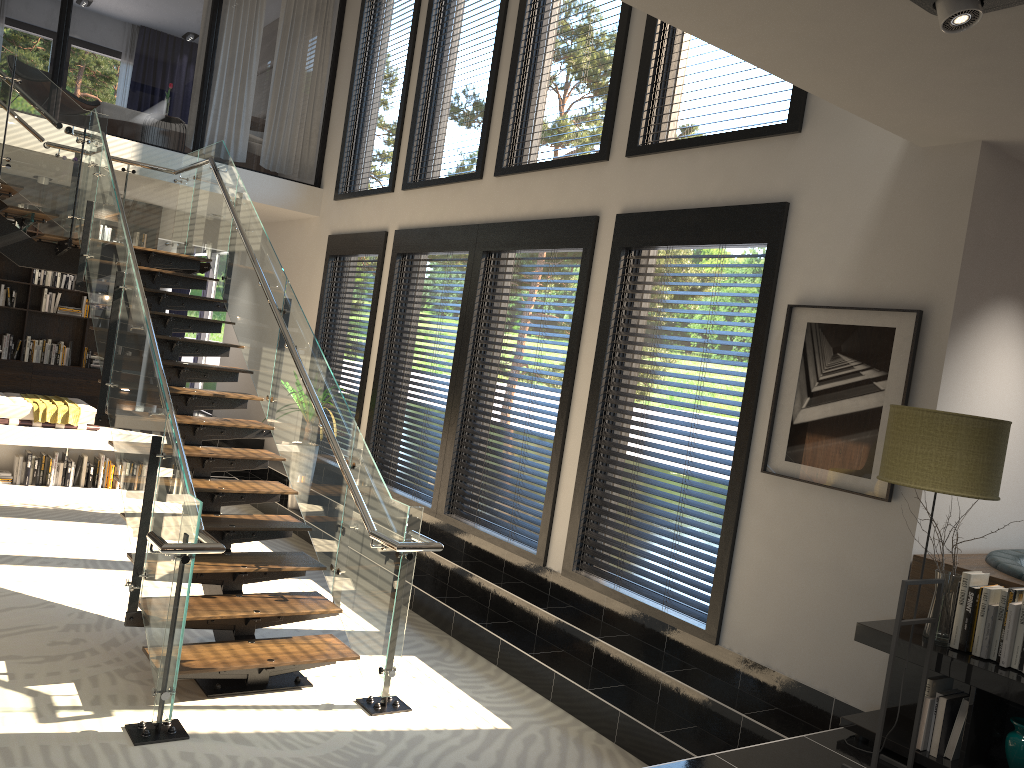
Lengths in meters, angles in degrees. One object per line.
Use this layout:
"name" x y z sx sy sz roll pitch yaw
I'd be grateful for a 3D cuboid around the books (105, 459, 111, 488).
"books" -4.096 0.895 8.957 0.025 0.285 0.164 7 3 -36

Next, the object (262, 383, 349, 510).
"object" -2.038 0.562 8.723 0.829 1.338 0.877 10 3 43

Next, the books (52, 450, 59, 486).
"books" -4.492 0.822 8.693 0.029 0.326 0.152 7 3 -36

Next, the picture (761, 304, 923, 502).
"picture" 1.630 0.066 4.459 0.028 0.912 0.747 7 3 -36

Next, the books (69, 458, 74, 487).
"books" -4.362 0.875 8.756 0.019 0.256 0.186 7 3 -36

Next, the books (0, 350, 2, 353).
"books" -6.309 -0.416 10.660 0.287 0.031 0.176 7 2 -38

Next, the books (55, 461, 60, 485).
"books" -4.482 0.873 8.718 0.026 0.226 0.132 7 3 -36

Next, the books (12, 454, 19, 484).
"books" -4.767 0.818 8.510 0.026 0.263 0.156 7 3 -36

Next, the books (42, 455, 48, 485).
"books" -4.573 0.838 8.665 0.026 0.270 0.128 7 3 -36

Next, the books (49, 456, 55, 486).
"books" -4.507 0.848 8.662 0.027 0.270 0.187 7 3 -36

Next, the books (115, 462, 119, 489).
"books" -4.009 0.927 8.995 0.024 0.246 0.211 7 3 -36

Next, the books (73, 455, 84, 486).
"books" -4.324 0.860 8.816 0.066 0.294 0.142 7 3 -36

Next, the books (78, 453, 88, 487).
"books" -4.277 0.857 8.832 0.027 0.312 0.189 7 3 -36

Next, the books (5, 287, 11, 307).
"books" -6.081 -1.050 10.698 0.070 0.236 0.206 7 2 -36

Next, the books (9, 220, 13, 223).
"books" -6.098 -1.954 10.575 0.251 0.026 0.148 8 2 -32

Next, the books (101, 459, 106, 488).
"books" -4.132 0.891 8.930 0.023 0.283 0.175 7 3 -36

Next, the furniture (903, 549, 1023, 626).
"furniture" 3.227 1.363 4.289 2.611 0.822 1.363 7 2 -36

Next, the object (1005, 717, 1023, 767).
"object" 1.926 1.405 3.345 0.125 0.258 0.124 7 3 -40

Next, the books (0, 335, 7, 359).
"books" -6.159 -0.448 10.742 0.031 0.284 0.176 7 3 -36

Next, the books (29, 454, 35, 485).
"books" -4.659 0.821 8.578 0.031 0.284 0.176 7 3 -36

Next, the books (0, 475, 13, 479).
"books" -4.907 0.871 8.414 0.274 0.025 0.156 7 2 -39

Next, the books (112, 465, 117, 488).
"books" -4.049 0.936 9.009 0.022 0.216 0.137 7 3 -36

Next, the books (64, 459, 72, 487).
"books" -4.385 0.873 8.739 0.036 0.253 0.177 7 3 -36

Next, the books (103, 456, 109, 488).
"books" -4.114 0.884 8.945 0.021 0.302 0.166 7 3 -36

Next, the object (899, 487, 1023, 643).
"object" 1.803 0.705 3.738 0.406 0.745 0.607 9 2 14

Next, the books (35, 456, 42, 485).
"books" -4.603 0.837 8.598 0.029 0.268 0.146 7 3 -36

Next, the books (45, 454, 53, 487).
"books" -4.515 0.840 8.629 0.026 0.287 0.204 7 3 -36

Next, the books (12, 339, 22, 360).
"books" -6.056 -0.421 10.842 0.075 0.255 0.181 7 3 -36

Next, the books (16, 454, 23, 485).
"books" -4.728 0.818 8.503 0.030 0.273 0.167 7 3 -36

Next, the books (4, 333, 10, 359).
"books" -6.143 -0.460 10.775 0.031 0.310 0.169 7 3 -36

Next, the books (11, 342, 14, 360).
"books" -6.109 -0.406 10.827 0.023 0.212 0.123 7 3 -36

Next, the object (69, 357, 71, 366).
"object" -5.575 -0.362 11.191 0.020 0.262 0.047 7 3 -36

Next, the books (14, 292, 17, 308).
"books" -6.051 -1.022 10.779 0.022 0.185 0.127 7 3 -36

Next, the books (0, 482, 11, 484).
"books" -4.911 0.919 8.412 0.257 0.024 0.166 7 2 -36

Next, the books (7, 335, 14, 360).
"books" -6.114 -0.452 10.791 0.036 0.302 0.186 7 3 -36

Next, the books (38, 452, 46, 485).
"books" -4.576 0.822 8.619 0.035 0.305 0.151 7 3 -36

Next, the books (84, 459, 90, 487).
"books" -4.265 0.886 8.861 0.030 0.257 0.160 7 3 -36

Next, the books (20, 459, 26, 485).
"books" -4.718 0.843 8.534 0.027 0.226 0.165 7 3 -36

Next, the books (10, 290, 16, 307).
"books" -6.045 -1.033 10.729 0.028 0.210 0.169 7 3 -36

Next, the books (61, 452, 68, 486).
"books" -4.417 0.836 8.731 0.033 0.318 0.152 7 3 -36

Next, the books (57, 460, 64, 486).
"books" -4.450 0.875 8.719 0.028 0.231 0.158 7 3 -36

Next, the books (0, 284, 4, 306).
"books" -6.137 -1.068 10.650 0.029 0.256 0.167 7 3 -36

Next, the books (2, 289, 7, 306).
"books" -6.131 -1.042 10.688 0.030 0.205 0.170 7 3 -36

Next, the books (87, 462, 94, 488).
"books" -4.224 0.907 8.854 0.032 0.229 0.228 7 2 -36

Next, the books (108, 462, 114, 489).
"books" -4.065 0.918 8.953 0.025 0.249 0.208 7 3 -36

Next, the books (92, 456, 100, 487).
"books" -4.188 0.882 8.919 0.027 0.284 0.176 7 3 -36

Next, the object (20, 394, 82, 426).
"object" -4.703 0.394 8.949 0.466 0.510 1.165 7 2 -36

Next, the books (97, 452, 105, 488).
"books" -4.143 0.864 8.907 0.028 0.334 0.205 7 3 -36

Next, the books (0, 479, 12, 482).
"books" -4.907 0.896 8.411 0.261 0.024 0.167 7 2 -39

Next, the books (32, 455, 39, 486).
"books" -4.621 0.834 8.575 0.029 0.268 0.172 7 3 -36

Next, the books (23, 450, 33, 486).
"books" -4.667 0.805 8.529 0.043 0.317 0.209 7 3 -36
